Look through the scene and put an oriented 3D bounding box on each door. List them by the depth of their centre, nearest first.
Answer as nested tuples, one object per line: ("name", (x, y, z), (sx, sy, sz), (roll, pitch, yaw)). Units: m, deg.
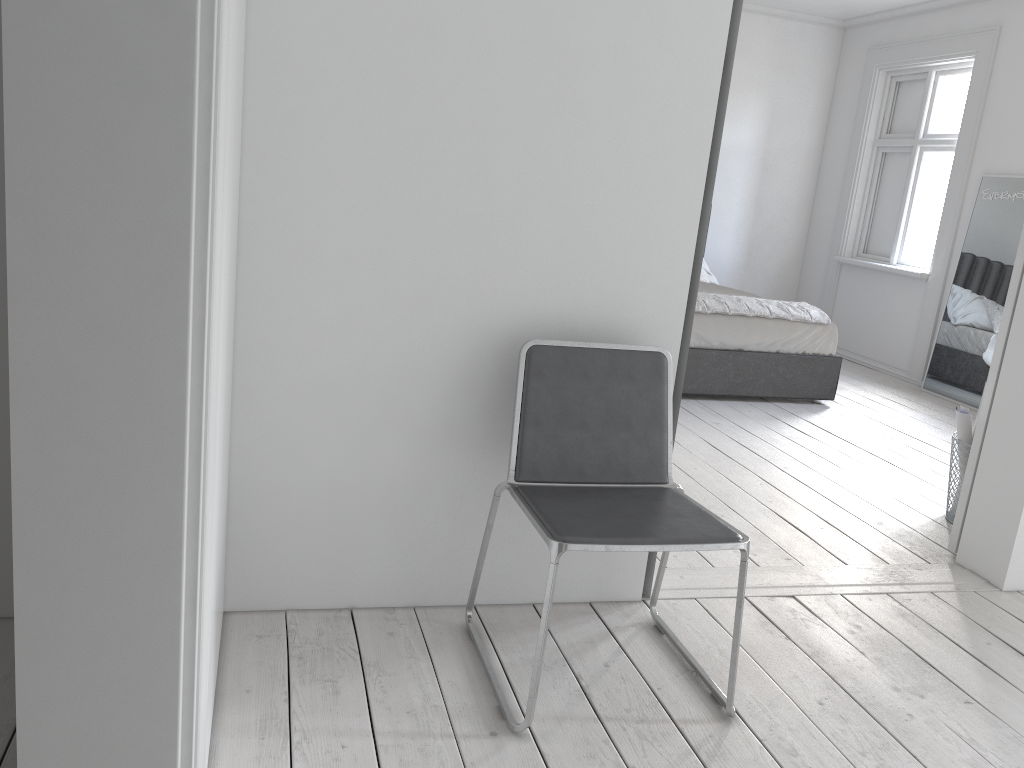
("door", (2.052, -0.507, 3.152), (0.678, 2.324, 0.034), (0, 14, -25))

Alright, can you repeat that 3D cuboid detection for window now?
("window", (3.158, -1.683, 6.952), (0.079, 1.535, 1.048), (3, 14, -16))

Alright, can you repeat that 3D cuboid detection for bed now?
("bed", (1.042, -0.723, 6.233), (1.888, 1.167, 2.178), (3, 14, -16))

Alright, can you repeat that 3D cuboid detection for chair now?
("chair", (0.247, 0.340, 2.164), (0.562, 0.797, 0.525), (3, 14, -16))

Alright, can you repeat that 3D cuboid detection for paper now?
("paper", (2.002, 0.205, 3.560), (0.431, 0.793, 0.181), (13, 14, 26))

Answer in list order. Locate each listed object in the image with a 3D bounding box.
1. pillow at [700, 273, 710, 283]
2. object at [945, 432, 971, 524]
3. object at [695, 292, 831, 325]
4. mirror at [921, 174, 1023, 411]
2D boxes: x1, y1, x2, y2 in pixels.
("pillow", (0.969, -0.876, 6.632), (1.146, 0.225, 0.416), (1, 14, -23))
("object", (1.972, 0.414, 3.638), (0.374, 0.350, 0.374), (3, 14, -14))
("object", (1.246, -0.491, 5.447), (1.460, 0.104, 0.405), (3, 14, -16))
("mirror", (3.210, -0.618, 5.982), (0.145, 1.553, 0.669), (3, 14, -16))
